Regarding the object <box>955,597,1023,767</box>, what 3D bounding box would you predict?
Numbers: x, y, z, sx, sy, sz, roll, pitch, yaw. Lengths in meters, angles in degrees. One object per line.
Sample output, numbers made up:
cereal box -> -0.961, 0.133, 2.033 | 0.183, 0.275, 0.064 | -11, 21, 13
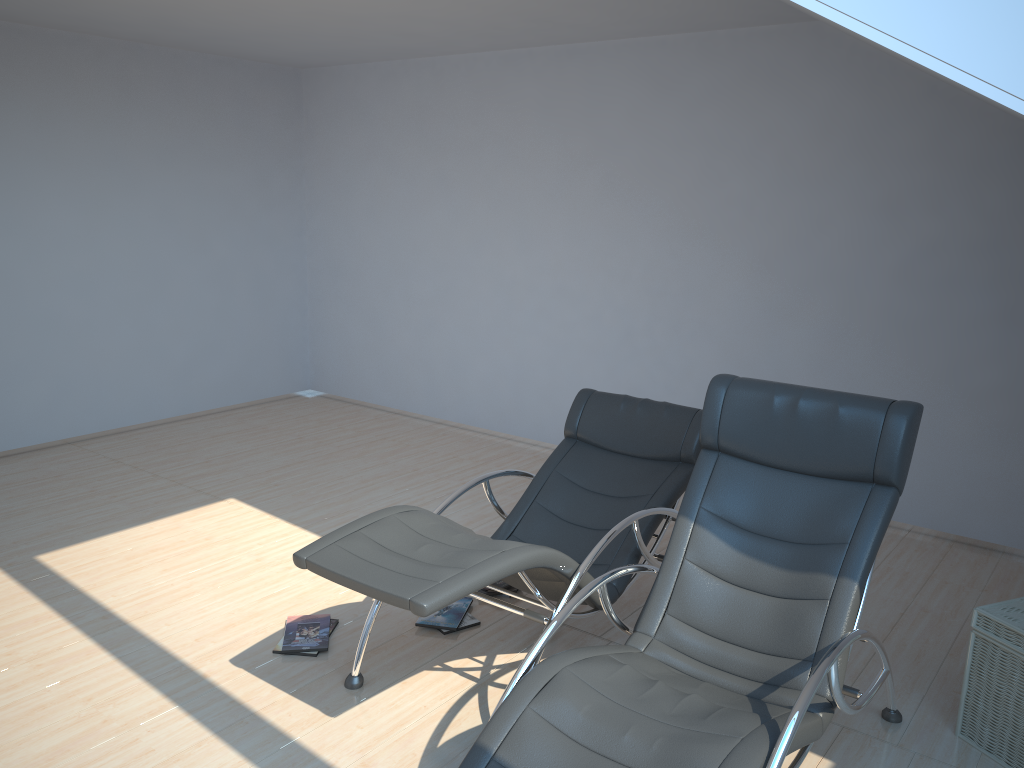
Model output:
object -> 2.118, 1.096, 3.024 | 0.744, 0.518, 0.745 | -4, 13, -23

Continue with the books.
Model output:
books -> -0.613, 1.336, 2.261 | 1.045, 0.222, 4.790 | 2, 12, 4

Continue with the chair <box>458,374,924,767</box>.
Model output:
chair -> 0.591, 0.741, 2.724 | 0.836, 1.251, 1.938 | 10, 15, 36

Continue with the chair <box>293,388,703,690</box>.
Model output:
chair -> 0.117, 0.667, 3.724 | 0.836, 0.953, 2.114 | 10, 15, 36
